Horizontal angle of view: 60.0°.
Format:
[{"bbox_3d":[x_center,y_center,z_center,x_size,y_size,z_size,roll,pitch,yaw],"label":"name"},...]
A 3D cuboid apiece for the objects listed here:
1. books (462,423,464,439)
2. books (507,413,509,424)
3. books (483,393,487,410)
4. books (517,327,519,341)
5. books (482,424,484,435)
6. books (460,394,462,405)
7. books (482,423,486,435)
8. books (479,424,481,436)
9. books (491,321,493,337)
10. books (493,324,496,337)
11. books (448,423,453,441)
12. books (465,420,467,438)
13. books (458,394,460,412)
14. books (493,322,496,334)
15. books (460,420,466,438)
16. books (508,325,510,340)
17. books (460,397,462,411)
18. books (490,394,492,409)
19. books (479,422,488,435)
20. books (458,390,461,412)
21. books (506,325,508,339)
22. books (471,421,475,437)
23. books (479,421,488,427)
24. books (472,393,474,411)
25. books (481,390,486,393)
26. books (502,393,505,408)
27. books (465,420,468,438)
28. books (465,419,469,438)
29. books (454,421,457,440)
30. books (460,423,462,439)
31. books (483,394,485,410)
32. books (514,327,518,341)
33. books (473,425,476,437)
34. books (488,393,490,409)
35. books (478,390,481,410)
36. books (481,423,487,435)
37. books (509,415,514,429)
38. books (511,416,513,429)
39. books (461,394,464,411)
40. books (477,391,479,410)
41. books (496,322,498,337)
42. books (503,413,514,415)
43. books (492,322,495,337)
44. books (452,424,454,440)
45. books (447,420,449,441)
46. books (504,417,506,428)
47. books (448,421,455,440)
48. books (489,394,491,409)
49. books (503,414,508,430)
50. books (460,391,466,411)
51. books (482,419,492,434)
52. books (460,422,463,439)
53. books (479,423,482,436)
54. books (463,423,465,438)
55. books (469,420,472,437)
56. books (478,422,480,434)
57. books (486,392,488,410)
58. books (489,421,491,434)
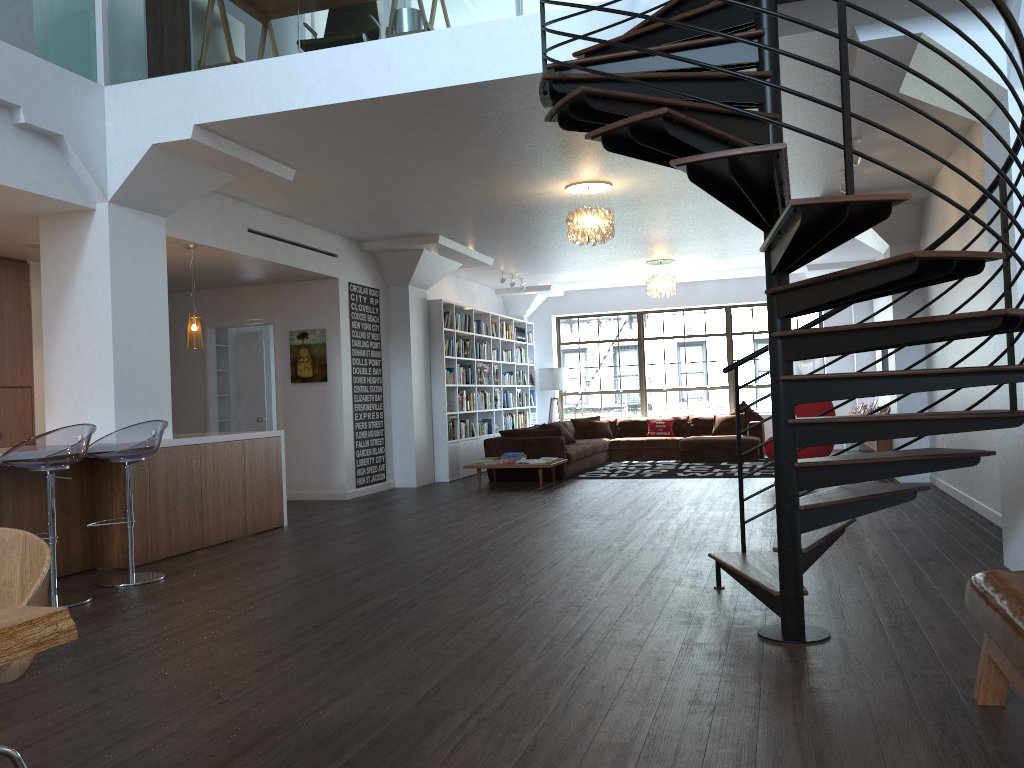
[{"bbox_3d":[-0.757,0.652,12.387,0.161,0.223,0.033,-3,-1,17],"label":"books"},{"bbox_3d":[-0.134,0.628,14.436,0.176,0.290,0.053,-3,-1,16],"label":"books"},{"bbox_3d":[-0.472,0.263,13.355,0.183,0.253,0.034,-3,-1,16],"label":"books"},{"bbox_3d":[0.022,-0.849,15.208,0.183,0.253,0.042,-3,-1,17],"label":"books"},{"bbox_3d":[-0.481,0.684,13.253,0.120,0.167,0.020,-3,-1,17],"label":"books"},{"bbox_3d":[-0.779,0.265,12.393,0.159,0.241,0.038,-3,-1,17],"label":"books"},{"bbox_3d":[-0.454,0.682,13.351,0.126,0.173,0.032,-3,-1,17],"label":"books"},{"bbox_3d":[-0.529,0.678,13.113,0.128,0.178,0.022,-3,-1,17],"label":"books"},{"bbox_3d":[-0.397,-0.855,13.796,0.183,0.253,0.042,-3,-1,17],"label":"books"},{"bbox_3d":[-0.349,-0.831,13.930,0.161,0.207,0.130,-3,-1,16],"label":"books"},{"bbox_3d":[-0.894,0.642,11.921,0.174,0.240,0.054,-3,-1,17],"label":"books"},{"bbox_3d":[-0.718,0.641,12.524,0.171,0.246,0.039,-3,-1,17],"label":"books"},{"bbox_3d":[-0.817,0.261,12.257,0.189,0.247,0.057,-3,-1,17],"label":"books"},{"bbox_3d":[-0.336,-0.852,14.010,0.160,0.251,0.031,-3,-1,17],"label":"books"},{"bbox_3d":[-0.743,0.636,12.455,0.183,0.253,0.042,-3,-1,17],"label":"books"},{"bbox_3d":[-0.134,-0.851,14.669,0.183,0.253,0.034,-3,-1,17],"label":"books"},{"bbox_3d":[-0.776,0.281,12.346,0.144,0.207,0.048,-3,-1,17],"label":"books"},{"bbox_3d":[-0.401,0.276,13.633,0.168,0.231,0.037,-3,-1,16],"label":"books"},{"bbox_3d":[-0.441,0.672,13.406,0.139,0.191,0.036,-3,-1,17],"label":"books"},{"bbox_3d":[-0.786,0.236,12.301,0.140,0.298,0.044,-3,-1,17],"label":"books"},{"bbox_3d":[-0.155,-0.848,14.590,0.171,0.246,0.057,-3,-1,17],"label":"books"},{"bbox_3d":[-0.643,0.648,12.768,0.174,0.236,0.142,-3,-1,16],"label":"books"},{"bbox_3d":[-0.437,0.667,13.438,0.146,0.202,0.027,-3,-1,17],"label":"books"},{"bbox_3d":[-0.636,0.263,12.849,0.160,0.250,0.026,-3,-1,17],"label":"books"},{"bbox_3d":[-0.471,0.245,13.391,0.176,0.290,0.036,-3,-1,16],"label":"books"},{"bbox_3d":[-0.218,0.267,14.200,0.182,0.255,0.077,-3,-1,17],"label":"books"},{"bbox_3d":[-0.709,0.640,12.562,0.160,0.251,0.039,-3,-1,17],"label":"books"},{"bbox_3d":[-0.700,0.635,12.601,0.180,0.259,0.042,-3,-1,17],"label":"books"},{"bbox_3d":[-0.846,0.637,12.111,0.180,0.251,0.048,-3,-1,17],"label":"books"},{"bbox_3d":[-0.778,0.652,12.302,0.161,0.223,0.032,-3,-1,17],"label":"books"},{"bbox_3d":[-0.493,0.270,13.320,0.174,0.240,0.045,-3,-1,16],"label":"books"},{"bbox_3d":[0.004,-0.849,15.167,0.183,0.253,0.042,-3,-1,17],"label":"books"},{"bbox_3d":[-0.619,0.663,12.820,0.161,0.207,0.135,-3,-1,16],"label":"books"},{"bbox_3d":[-0.432,0.265,13.532,0.183,0.253,0.034,-3,-1,16],"label":"books"},{"bbox_3d":[-0.548,0.244,13.129,0.176,0.290,0.053,-3,-1,16],"label":"books"},{"bbox_3d":[-0.447,0.679,13.377,0.128,0.178,0.021,-3,-1,17],"label":"books"},{"bbox_3d":[-0.057,0.647,14.662,0.183,0.253,0.034,-3,-1,16],"label":"books"},{"bbox_3d":[-0.079,0.654,14.627,0.174,0.240,0.045,-3,-1,16],"label":"books"},{"bbox_3d":[-0.763,0.263,12.436,0.171,0.246,0.057,-3,-1,17],"label":"books"},{"bbox_3d":[-0.588,0.247,13.026,0.198,0.284,0.066,-3,-1,16],"label":"books"},{"bbox_3d":[-0.314,-0.852,14.073,0.160,0.251,0.039,-3,-1,17],"label":"books"},{"bbox_3d":[-0.057,0.629,14.698,0.176,0.290,0.036,-3,-1,16],"label":"books"},{"bbox_3d":[-0.373,-0.845,13.880,0.174,0.236,0.136,-3,-1,16],"label":"books"},{"bbox_3d":[-0.867,0.650,11.992,0.161,0.223,0.032,-3,-1,17],"label":"books"},{"bbox_3d":[-0.946,0.620,11.818,0.198,0.284,0.049,-3,-1,17],"label":"books"},{"bbox_3d":[-0.187,0.657,14.282,0.168,0.231,0.037,-3,-1,16],"label":"books"},{"bbox_3d":[-0.871,0.636,12.032,0.183,0.253,0.042,-3,-1,17],"label":"books"},{"bbox_3d":[-0.420,0.271,13.569,0.174,0.240,0.045,-3,-1,16],"label":"books"},{"bbox_3d":[-0.173,0.631,14.333,0.198,0.284,0.066,-3,-1,16],"label":"books"},{"bbox_3d":[-0.742,0.241,12.517,0.176,0.290,0.053,-3,-1,17],"label":"books"},{"bbox_3d":[-0.381,0.654,13.624,0.140,0.231,0.042,-3,-1,17],"label":"books"},{"bbox_3d":[-0.776,0.648,12.347,0.176,0.231,0.053,-3,-1,17],"label":"books"},{"bbox_3d":[-0.523,0.675,13.161,0.134,0.184,0.030,-3,-1,17],"label":"books"},{"bbox_3d":[-0.742,0.661,12.416,0.161,0.223,0.030,-3,-1,16],"label":"books"},{"bbox_3d":[-0.669,0.639,12.682,0.183,0.253,0.042,-3,-1,17],"label":"books"},{"bbox_3d":[-0.542,0.667,13.095,0.127,0.200,0.020,-3,-1,17],"label":"books"},{"bbox_3d":[-0.455,0.261,13.436,0.180,0.259,0.060,-3,-1,16],"label":"books"},{"bbox_3d":[-0.401,0.668,13.542,0.146,0.202,0.027,-3,-1,17],"label":"books"}]
